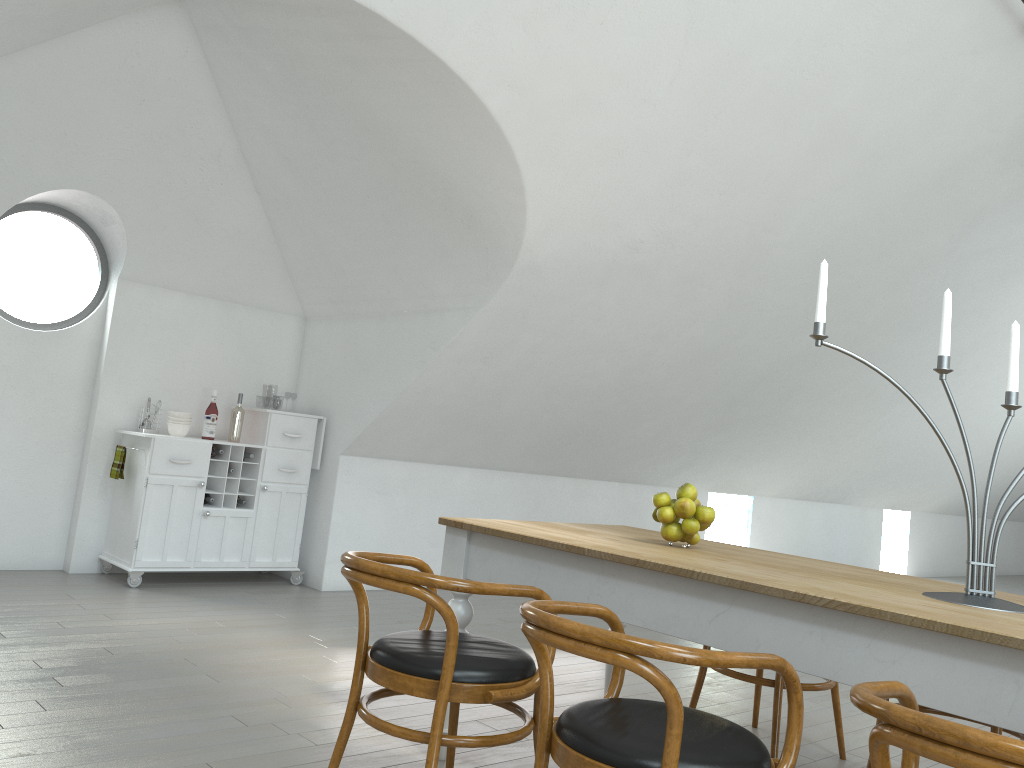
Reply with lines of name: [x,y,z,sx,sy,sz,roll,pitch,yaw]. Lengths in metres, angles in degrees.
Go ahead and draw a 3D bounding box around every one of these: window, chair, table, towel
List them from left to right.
window: [-2.972,-0.735,5.591,0.897,0.902,0.060,12,-8,-43]
towel: [-2.445,0.486,5.508,0.049,0.204,0.150,12,-8,-42]
chair: [-0.213,0.853,2.438,0.527,0.737,0.619,1,-8,43]
chair: [0.276,0.866,1.904,0.619,0.737,0.527,11,-7,-40]
chair: [1.075,1.094,3.577,0.619,0.737,0.527,11,-7,-40]
chair: [1.520,1.099,3.004,0.527,0.737,0.619,1,-8,42]
table: [1.212,0.959,2.151,1.015,0.801,3.349,11,-7,-43]
chair: [0.817,0.890,1.414,0.527,0.737,0.619,1,-8,44]

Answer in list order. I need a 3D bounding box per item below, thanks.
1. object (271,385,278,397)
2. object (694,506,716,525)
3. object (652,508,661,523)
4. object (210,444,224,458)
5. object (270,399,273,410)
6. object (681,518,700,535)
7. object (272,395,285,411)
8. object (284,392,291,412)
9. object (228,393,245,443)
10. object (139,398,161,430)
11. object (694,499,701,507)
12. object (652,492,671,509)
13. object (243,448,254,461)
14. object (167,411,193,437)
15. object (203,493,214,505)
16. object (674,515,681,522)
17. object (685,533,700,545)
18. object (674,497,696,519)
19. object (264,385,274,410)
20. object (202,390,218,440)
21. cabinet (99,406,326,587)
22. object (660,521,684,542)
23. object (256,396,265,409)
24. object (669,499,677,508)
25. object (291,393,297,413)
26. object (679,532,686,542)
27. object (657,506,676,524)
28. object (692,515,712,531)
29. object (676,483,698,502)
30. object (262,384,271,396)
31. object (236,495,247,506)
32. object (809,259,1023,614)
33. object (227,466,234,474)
object: [-1.699,0.100,6.274,0.063,0.187,0.062,3,-7,33]
object: [0.637,0.436,2.936,0.072,0.064,0.070,2,-7,40]
object: [0.500,0.441,2.994,0.053,0.053,0.051,2,-7,38]
object: [-1.978,0.436,5.799,0.092,0.094,0.359,12,-7,-42]
object: [-1.635,0.147,6.130,0.077,0.085,0.077,10,-7,-35]
object: [0.585,0.466,2.904,0.059,0.056,0.059,2,-7,41]
object: [-1.600,0.135,6.052,0.081,0.105,0.081,7,-6,-5]
object: [-1.570,0.128,6.185,0.046,0.143,0.046,10,-7,-31]
object: [-1.846,0.227,5.960,0.085,0.332,0.085,6,-6,6]
object: [-2.349,0.195,5.768,0.115,0.209,0.065,12,-8,-40]
object: [0.614,0.414,3.010,0.058,0.057,0.053,10,-6,-28]
object: [0.502,0.390,2.973,0.062,0.060,0.062,11,-7,-42]
object: [-1.823,0.469,5.933,0.087,0.085,0.360,12,-7,-43]
object: [-2.129,0.258,5.667,0.154,0.160,0.157,8,-6,-15]
object: [-1.994,0.743,5.788,0.155,0.086,0.331,11,-6,-42]
object: [0.540,0.447,3.032,0.077,0.077,0.076,5,-6,14]
object: [0.599,0.510,2.943,0.049,0.050,0.051,11,-7,-39]
object: [0.569,0.410,2.920,0.072,0.071,0.066,5,-6,16]
object: [-1.673,0.097,6.085,0.048,0.170,0.048,8,-6,-10]
object: [-1.980,0.203,5.842,0.081,0.331,0.081,1,-8,43]
cabinet: [-1.978,0.711,5.874,1.238,1.157,0.610,12,-8,-43]
object: [0.535,0.489,2.958,0.078,0.074,0.080,6,-5,2]
object: [-1.726,0.133,6.138,0.093,0.094,0.094,8,-6,-10]
object: [0.548,0.413,2.991,0.053,0.051,0.053,5,-6,18]
object: [-1.545,0.136,6.253,0.046,0.143,0.046,10,-7,-31]
object: [0.582,0.506,3.012,0.063,0.064,0.064,10,-6,-32]
object: [0.511,0.434,2.937,0.062,0.060,0.062,11,-7,-39]
object: [0.640,0.461,2.995,0.070,0.072,0.071,5,-6,12]
object: [0.586,0.368,2.973,0.072,0.074,0.072,12,-7,-43]
object: [-1.731,0.096,6.219,0.054,0.179,0.054,1,-8,41]
object: [-1.864,0.770,5.900,0.358,0.081,0.081,2,-7,45]
object: [1.185,0.128,2.357,0.775,0.878,0.264,4,-6,21]
object: [-1.922,0.560,5.860,0.085,0.086,0.331,12,-7,-43]
